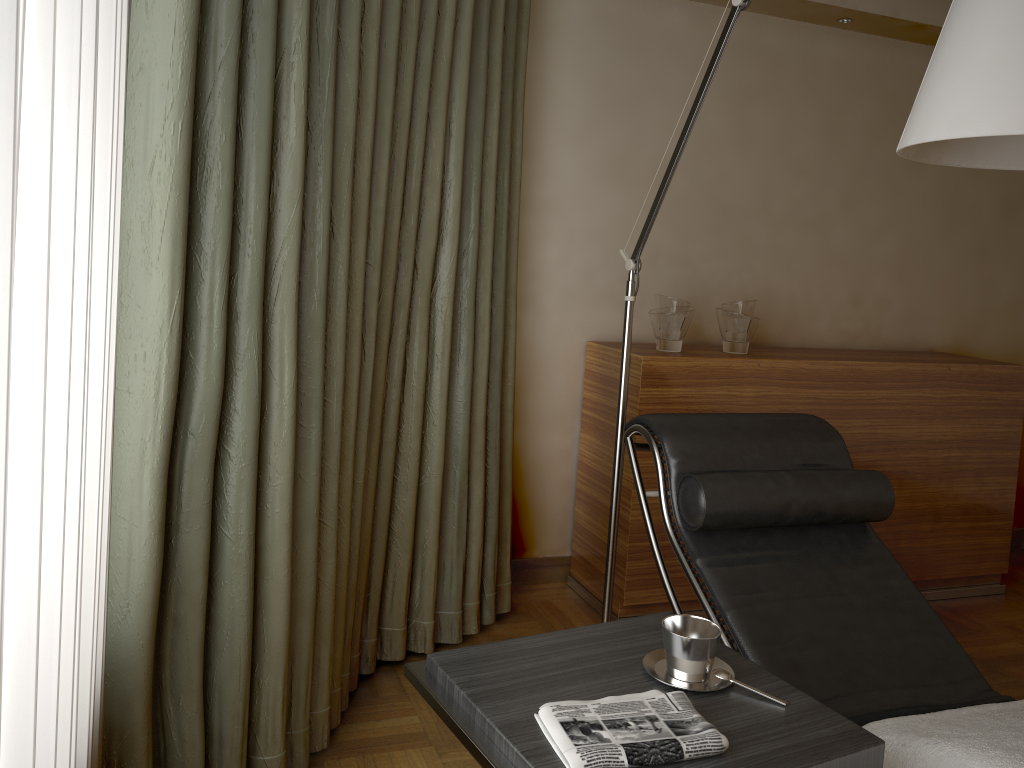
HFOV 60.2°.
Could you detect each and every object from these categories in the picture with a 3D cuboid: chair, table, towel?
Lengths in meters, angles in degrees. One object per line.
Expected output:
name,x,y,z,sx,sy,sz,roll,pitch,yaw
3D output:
chair,0.838,0.597,1.721,0.635,0.792,1.805,2,8,-21
table,0.201,0.508,1.385,0.517,0.045,0.504,-1,10,-29
towel,0.165,0.491,1.265,0.240,0.035,0.180,1,9,-17

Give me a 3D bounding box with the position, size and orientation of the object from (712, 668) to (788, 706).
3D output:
object,0.378,0.482,1.410,0.124,0.019,0.029,10,9,38

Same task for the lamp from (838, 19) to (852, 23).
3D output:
lamp,0.753,-1.405,3.176,1.156,0.028,0.050,1,8,-20

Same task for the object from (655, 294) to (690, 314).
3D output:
object,0.542,-0.228,3.012,0.122,0.149,0.123,0,7,-38

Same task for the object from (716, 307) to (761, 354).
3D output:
object,0.791,-0.187,3.108,0.155,0.153,0.157,0,7,-30

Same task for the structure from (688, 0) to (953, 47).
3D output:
structure,1.084,-1.457,3.306,2.176,0.129,0.276,1,8,-20

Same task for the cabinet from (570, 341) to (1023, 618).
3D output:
cabinet,1.096,0.314,3.310,1.672,0.857,0.419,1,5,-20

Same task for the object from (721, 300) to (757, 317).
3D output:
object,0.794,-0.225,3.106,0.122,0.149,0.123,-1,7,-41

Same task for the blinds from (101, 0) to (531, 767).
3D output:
blinds,-0.333,-0.399,2.204,0.225,2.438,1.538,5,5,24

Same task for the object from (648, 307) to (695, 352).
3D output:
object,0.540,-0.190,3.014,0.156,0.153,0.156,7,7,26

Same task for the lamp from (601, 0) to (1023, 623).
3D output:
lamp,0.703,0.015,1.925,0.451,1.955,1.426,3,5,-17

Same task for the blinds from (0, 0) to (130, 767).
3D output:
blinds,-0.324,-0.089,0.524,0.092,2.276,2.215,3,6,-21

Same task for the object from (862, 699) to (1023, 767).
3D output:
object,0.996,0.830,1.229,0.916,0.517,0.917,1,8,-20

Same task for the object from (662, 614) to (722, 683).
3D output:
object,0.292,0.438,1.468,0.098,0.078,0.112,2,7,-19

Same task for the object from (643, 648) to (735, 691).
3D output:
object,0.292,0.475,1.464,0.150,0.009,0.151,2,9,-15
